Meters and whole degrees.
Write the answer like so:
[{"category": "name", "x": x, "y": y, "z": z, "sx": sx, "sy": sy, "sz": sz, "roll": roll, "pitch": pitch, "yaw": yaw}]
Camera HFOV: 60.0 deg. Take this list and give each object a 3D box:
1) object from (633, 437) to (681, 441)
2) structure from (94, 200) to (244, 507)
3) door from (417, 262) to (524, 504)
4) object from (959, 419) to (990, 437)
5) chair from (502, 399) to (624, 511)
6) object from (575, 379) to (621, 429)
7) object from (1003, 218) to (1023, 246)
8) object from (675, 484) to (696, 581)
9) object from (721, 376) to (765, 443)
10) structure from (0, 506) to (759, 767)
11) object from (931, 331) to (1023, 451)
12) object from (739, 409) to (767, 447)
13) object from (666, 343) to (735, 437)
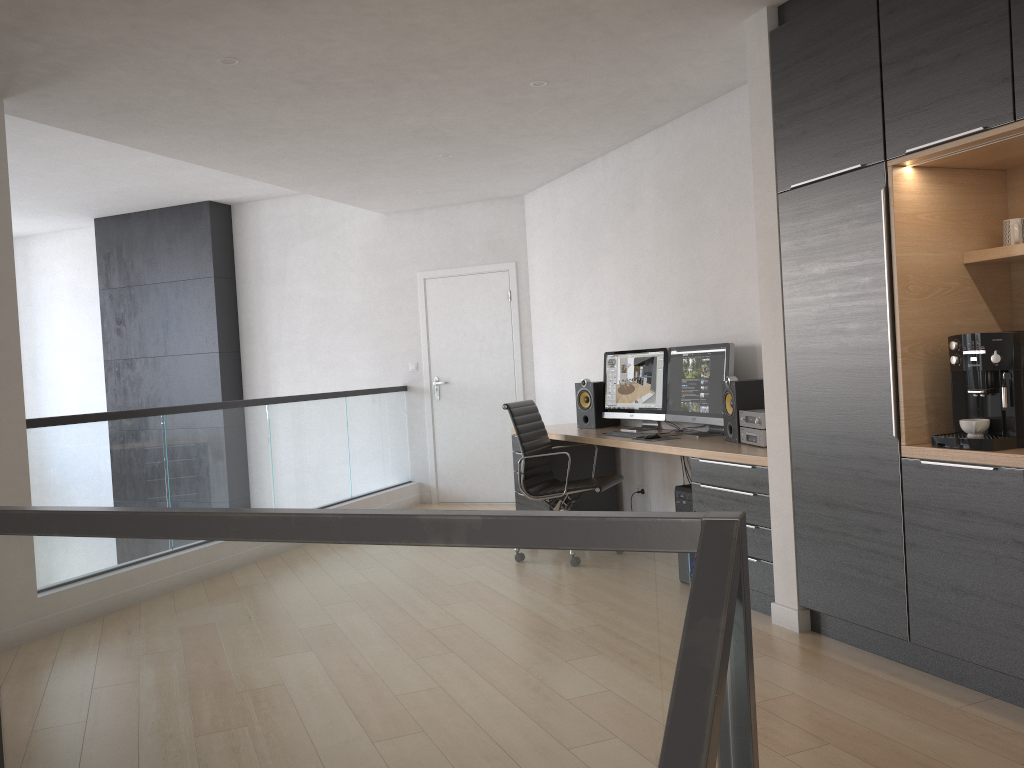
[{"category": "object", "x": 0.846, "y": 0.321, "z": 5.208, "sx": 0.200, "sy": 0.002, "sz": 0.250, "roll": -4, "pitch": 1, "yaw": -23}, {"category": "structure", "x": -3.465, "y": 1.424, "z": 8.919, "sx": 1.500, "sy": 6.351, "sz": 0.722, "roll": -3, "pitch": 1, "yaw": 22}, {"category": "door", "x": -0.353, "y": 0.018, "z": 7.970, "sx": 0.974, "sy": 2.136, "sz": 0.085, "roll": -3, "pitch": 1, "yaw": 22}, {"category": "object", "x": 1.614, "y": 0.154, "z": 3.093, "sx": 0.099, "sy": 0.057, "sz": 0.095, "roll": -4, "pitch": 1, "yaw": -20}, {"category": "chair", "x": 0.345, "y": 0.594, "z": 5.684, "sx": 0.699, "sy": 0.991, "sz": 0.664, "roll": -3, "pitch": 1, "yaw": 28}, {"category": "object", "x": 0.611, "y": 0.134, "z": 6.364, "sx": 0.249, "sy": 0.354, "sz": 0.198, "roll": -4, "pitch": 2, "yaw": -38}, {"category": "object", "x": 1.902, "y": -0.557, "z": 3.192, "sx": 0.112, "sy": 0.105, "sz": 0.297, "roll": -4, "pitch": 1, "yaw": -21}, {"category": "object", "x": 1.138, "y": 0.800, "z": 4.781, "sx": 0.474, "sy": 0.527, "sz": 0.215, "roll": -4, "pitch": 1, "yaw": -23}, {"category": "object", "x": 1.284, "y": 0.128, "z": 4.779, "sx": 0.249, "sy": 0.354, "sz": 0.198, "roll": -4, "pitch": 1, "yaw": -8}, {"category": "structure", "x": -1.138, "y": 2.455, "z": 0.499, "sx": 4.190, "sy": 4.339, "sz": 2.823, "roll": -3, "pitch": 1, "yaw": 22}, {"category": "object", "x": 1.857, "y": 0.010, "z": 3.009, "sx": 0.584, "sy": 0.398, "sz": 0.618, "roll": -4, "pitch": 1, "yaw": -22}, {"category": "object", "x": 1.334, "y": 0.219, "z": 4.518, "sx": 0.270, "sy": 0.174, "sz": 0.285, "roll": -4, "pitch": 1, "yaw": -8}, {"category": "object", "x": 1.123, "y": 0.037, "z": 5.253, "sx": 0.190, "sy": 0.535, "sz": 0.716, "roll": -4, "pitch": 1, "yaw": -18}]
